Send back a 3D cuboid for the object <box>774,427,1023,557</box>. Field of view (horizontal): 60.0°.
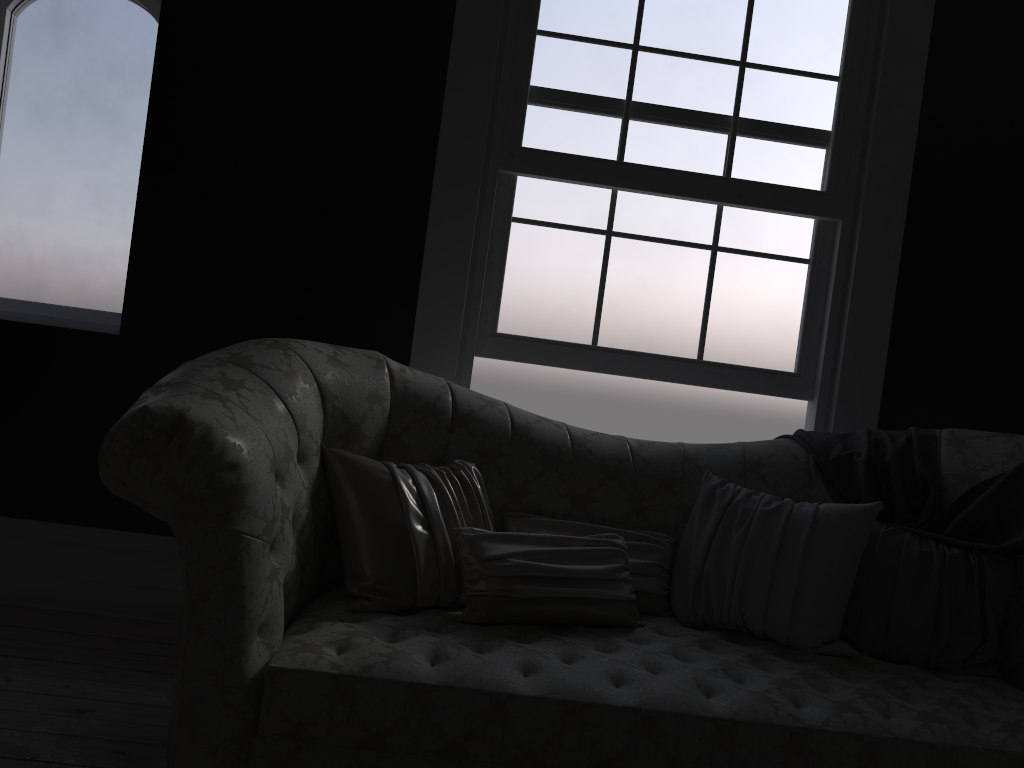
[{"bbox_3d":[1.429,0.432,2.793,0.517,0.585,1.365,7,0,-44],"label":"object"}]

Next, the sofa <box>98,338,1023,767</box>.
[{"bbox_3d":[0.445,0.591,2.638,2.813,1.161,1.606,8,0,-2],"label":"sofa"}]

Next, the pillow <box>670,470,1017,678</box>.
[{"bbox_3d":[0.975,0.550,2.619,0.963,0.461,0.405,7,0,4],"label":"pillow"}]

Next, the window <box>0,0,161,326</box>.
[{"bbox_3d":[-1.853,-1.005,3.759,0.740,1.457,0.112,7,1,-3],"label":"window"}]

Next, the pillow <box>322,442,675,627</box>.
[{"bbox_3d":[-0.016,0.440,2.539,1.105,0.416,0.529,8,0,-3],"label":"pillow"}]

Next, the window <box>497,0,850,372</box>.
[{"bbox_3d":[0.645,-0.924,3.493,1.263,1.672,0.056,7,1,-3],"label":"window"}]
